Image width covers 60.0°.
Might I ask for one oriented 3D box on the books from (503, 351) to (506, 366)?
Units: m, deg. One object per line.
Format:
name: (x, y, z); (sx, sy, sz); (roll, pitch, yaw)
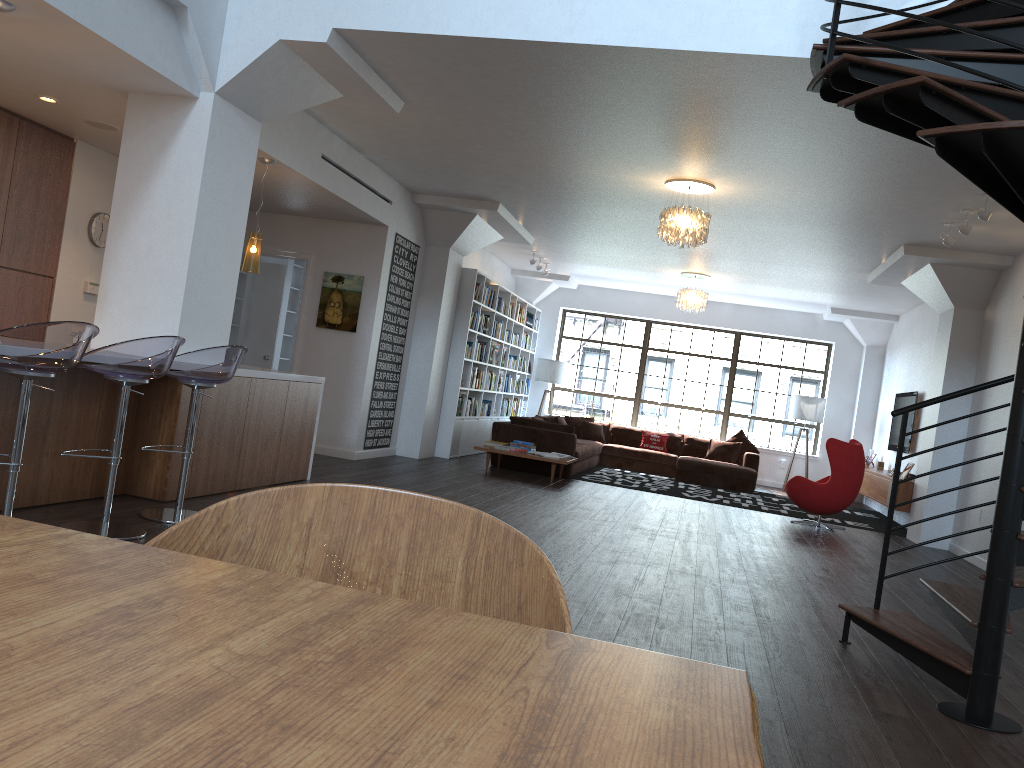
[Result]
books: (-0.204, -0.386, 13.460); (0.183, 0.253, 0.039); (9, 0, 12)

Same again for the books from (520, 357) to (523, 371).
books: (0.079, -0.338, 14.749); (0.171, 0.246, 0.039); (9, 0, 12)

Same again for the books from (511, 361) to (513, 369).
books: (-0.063, -0.337, 14.047); (0.136, 0.196, 0.045); (9, 0, 12)

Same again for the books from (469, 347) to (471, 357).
books: (-0.597, -0.408, 11.522); (0.106, 0.162, 0.032); (9, 0, 12)

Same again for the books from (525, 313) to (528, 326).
books: (0.168, -1.073, 14.603); (0.161, 0.223, 0.032); (9, 0, 12)

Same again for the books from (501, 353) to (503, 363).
books: (-0.228, -0.377, 13.316); (0.161, 0.223, 0.030); (9, 0, 12)

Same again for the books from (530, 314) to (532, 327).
books: (0.237, -1.077, 14.977); (0.183, 0.253, 0.042); (9, 0, 12)

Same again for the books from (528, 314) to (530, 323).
books: (0.193, -1.084, 14.808); (0.183, 0.253, 0.042); (9, 0, 12)

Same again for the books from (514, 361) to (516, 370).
books: (-0.001, -0.309, 14.266); (0.106, 0.162, 0.032); (9, 0, 12)

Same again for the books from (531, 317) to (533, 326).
books: (0.253, -1.074, 15.063); (0.183, 0.253, 0.042); (9, 0, 12)

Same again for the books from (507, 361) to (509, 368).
books: (-0.122, -0.340, 13.792); (0.134, 0.184, 0.029); (9, 0, 12)

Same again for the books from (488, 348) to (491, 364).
books: (-0.394, -0.406, 12.551); (0.161, 0.223, 0.032); (9, 0, 12)

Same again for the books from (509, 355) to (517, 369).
books: (0.000, -0.344, 14.328); (0.140, 0.231, 0.042); (9, 0, 12)

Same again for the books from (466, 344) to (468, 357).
books: (-0.642, -0.426, 11.402); (0.134, 0.184, 0.030); (9, 0, 12)

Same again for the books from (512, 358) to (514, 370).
books: (-0.045, -0.328, 14.147); (0.134, 0.184, 0.030); (9, 0, 12)

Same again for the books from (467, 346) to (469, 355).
books: (-0.623, -0.417, 11.444); (0.109, 0.171, 0.018); (9, 0, 12)

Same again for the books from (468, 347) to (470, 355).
books: (-0.613, -0.406, 11.479); (0.110, 0.153, 0.018); (9, 0, 12)

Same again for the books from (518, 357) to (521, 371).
books: (0.046, -0.341, 14.566); (0.174, 0.240, 0.054); (9, 0, 12)

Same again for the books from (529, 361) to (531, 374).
books: (0.239, -0.296, 15.460); (0.182, 0.215, 0.188); (9, 0, 12)

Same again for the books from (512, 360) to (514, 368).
books: (-0.045, -0.324, 14.120); (0.128, 0.178, 0.021); (9, 0, 12)

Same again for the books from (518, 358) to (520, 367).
books: (0.034, -0.334, 14.524); (0.161, 0.223, 0.032); (9, 0, 12)

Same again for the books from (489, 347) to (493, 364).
books: (-0.383, -0.412, 12.593); (0.174, 0.240, 0.054); (9, 0, 12)

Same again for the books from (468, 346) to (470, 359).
books: (-0.609, -0.411, 11.498); (0.120, 0.167, 0.020); (9, 0, 12)

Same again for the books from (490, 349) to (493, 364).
books: (-0.364, -0.401, 12.666); (0.161, 0.223, 0.032); (9, 0, 12)

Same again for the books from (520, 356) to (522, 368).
books: (0.061, -0.345, 14.678); (0.183, 0.253, 0.042); (9, 0, 12)

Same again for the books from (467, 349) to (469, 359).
books: (-0.615, -0.406, 11.461); (0.110, 0.153, 0.019); (9, 0, 12)

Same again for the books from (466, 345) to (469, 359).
books: (-0.635, -0.422, 11.427); (0.128, 0.178, 0.022); (9, 0, 12)

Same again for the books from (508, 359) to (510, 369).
books: (-0.097, -0.320, 13.848); (0.110, 0.153, 0.018); (9, 0, 12)

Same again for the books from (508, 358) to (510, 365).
books: (-0.104, -0.331, 13.832); (0.109, 0.171, 0.017); (9, 0, 12)

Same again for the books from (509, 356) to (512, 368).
books: (-0.081, -0.345, 13.968); (0.140, 0.206, 0.042); (9, 0, 12)

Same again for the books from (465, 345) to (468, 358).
books: (-0.644, -0.423, 11.354); (0.128, 0.178, 0.022); (9, 0, 12)

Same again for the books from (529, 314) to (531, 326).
books: (0.218, -1.080, 14.892); (0.183, 0.253, 0.042); (9, 0, 12)

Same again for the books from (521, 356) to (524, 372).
books: (0.092, -0.342, 14.827); (0.180, 0.259, 0.042); (9, 0, 12)

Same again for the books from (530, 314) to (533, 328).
books: (0.246, -1.075, 15.020); (0.183, 0.253, 0.042); (9, 0, 12)

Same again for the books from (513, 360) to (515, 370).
books: (-0.019, -0.308, 14.205); (0.110, 0.153, 0.019); (9, 0, 12)

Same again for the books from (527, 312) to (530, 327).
books: (0.186, -1.085, 14.765); (0.183, 0.253, 0.042); (9, 0, 12)

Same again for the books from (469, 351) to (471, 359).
books: (-0.592, -0.409, 11.547); (0.107, 0.167, 0.017); (9, 0, 12)

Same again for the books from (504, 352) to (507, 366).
books: (-0.181, -0.383, 13.563); (0.160, 0.251, 0.036); (9, 0, 12)

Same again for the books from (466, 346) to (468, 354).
books: (-0.641, -0.423, 11.376); (0.128, 0.178, 0.021); (9, 0, 12)

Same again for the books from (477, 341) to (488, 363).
books: (-0.441, -0.447, 12.327); (0.176, 0.294, 0.102); (9, 0, 12)

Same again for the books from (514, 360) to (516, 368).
books: (-0.013, -0.313, 14.242); (0.120, 0.167, 0.020); (9, 0, 12)

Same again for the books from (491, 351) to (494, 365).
books: (-0.335, -0.387, 12.821); (0.161, 0.207, 0.135); (9, 0, 12)

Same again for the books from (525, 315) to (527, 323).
books: (0.153, -1.075, 14.574); (0.161, 0.223, 0.033); (9, 0, 12)

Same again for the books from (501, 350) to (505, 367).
books: (-0.216, -0.390, 13.356); (0.174, 0.251, 0.051); (9, 0, 12)

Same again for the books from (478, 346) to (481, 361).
books: (-0.514, -0.425, 11.994); (0.161, 0.223, 0.026); (9, 0, 12)

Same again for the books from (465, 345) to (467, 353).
books: (-0.653, -0.436, 11.335); (0.127, 0.200, 0.020); (9, 0, 12)

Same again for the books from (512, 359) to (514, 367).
books: (-0.048, -0.325, 14.098); (0.128, 0.178, 0.022); (9, 0, 12)

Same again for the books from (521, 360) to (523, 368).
books: (0.085, -0.339, 14.788); (0.160, 0.251, 0.039); (9, 0, 12)

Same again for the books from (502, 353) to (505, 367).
books: (-0.199, -0.372, 13.424); (0.161, 0.223, 0.030); (9, 0, 12)

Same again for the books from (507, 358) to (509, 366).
books: (-0.124, -0.338, 13.746); (0.128, 0.178, 0.021); (9, 0, 12)

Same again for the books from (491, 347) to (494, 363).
books: (-0.368, -0.416, 12.705); (0.183, 0.253, 0.042); (9, 0, 12)

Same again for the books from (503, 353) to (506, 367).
books: (-0.186, -0.382, 13.527); (0.171, 0.246, 0.036); (9, 0, 12)

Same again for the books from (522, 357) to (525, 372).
books: (0.116, -0.336, 14.910); (0.183, 0.253, 0.042); (9, 0, 12)

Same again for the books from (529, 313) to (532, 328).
books: (0.222, -1.079, 14.936); (0.183, 0.253, 0.042); (9, 0, 12)

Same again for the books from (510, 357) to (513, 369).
books: (-0.070, -0.335, 14.006); (0.139, 0.191, 0.036); (9, 0, 12)

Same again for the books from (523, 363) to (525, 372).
books: (0.132, -0.324, 14.998); (0.174, 0.236, 0.142); (9, 0, 12)

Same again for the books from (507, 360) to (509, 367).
books: (-0.122, -0.337, 13.766); (0.128, 0.178, 0.020); (9, 0, 12)

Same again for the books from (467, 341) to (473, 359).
books: (-0.596, -0.442, 11.584); (0.140, 0.231, 0.042); (9, 0, 12)

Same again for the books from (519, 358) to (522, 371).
books: (0.065, -0.329, 14.639); (0.161, 0.223, 0.032); (9, 0, 12)
